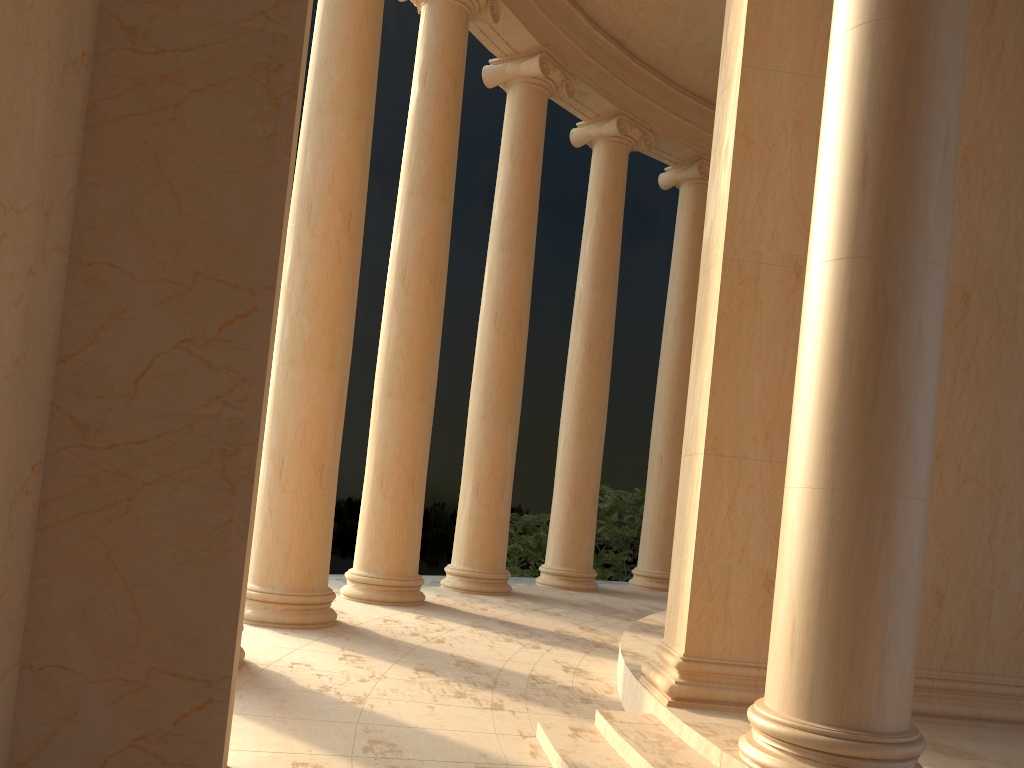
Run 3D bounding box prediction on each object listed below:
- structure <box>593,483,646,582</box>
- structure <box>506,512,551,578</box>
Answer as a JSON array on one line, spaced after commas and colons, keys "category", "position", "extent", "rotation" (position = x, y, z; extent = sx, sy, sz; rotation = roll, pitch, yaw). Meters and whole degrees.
[{"category": "structure", "position": [195.896, 328.486, 1608.444], "extent": [247.249, 298.553, 238.466], "rotation": [6, -4, -2]}, {"category": "structure", "position": [8.339, 311.293, 1519.527], "extent": [149.055, 187.737, 156.445], "rotation": [5, -4, 7]}]
